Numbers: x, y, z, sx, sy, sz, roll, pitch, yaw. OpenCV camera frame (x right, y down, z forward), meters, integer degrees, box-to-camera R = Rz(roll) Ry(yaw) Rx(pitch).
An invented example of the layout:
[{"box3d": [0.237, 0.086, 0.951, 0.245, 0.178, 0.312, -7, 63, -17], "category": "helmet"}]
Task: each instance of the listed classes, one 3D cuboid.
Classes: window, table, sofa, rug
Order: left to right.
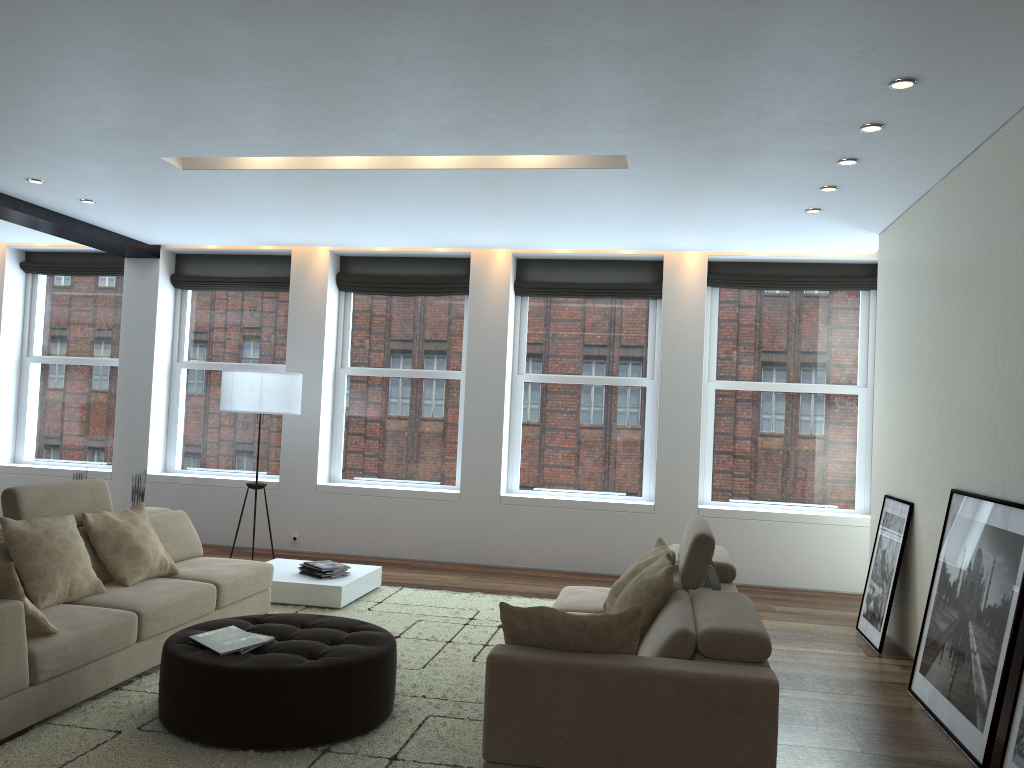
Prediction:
[{"box3d": [-4.695, -0.226, 9.620, 1.391, 2.400, 0.123, 2, -2, 10], "category": "window"}, {"box3d": [-2.297, 1.030, 4.798, 1.021, 0.950, 2.581, 2, -2, 10], "category": "sofa"}, {"box3d": [-2.912, -0.156, 9.311, 1.432, 2.400, 0.123, 2, -2, 10], "category": "window"}, {"box3d": [-1.562, 1.507, 6.729, 0.900, 0.170, 0.900, 2, -2, 10], "category": "table"}, {"box3d": [-0.951, 1.563, 4.980, 2.972, 0.020, 4.231, 2, -2, 10], "category": "rug"}, {"box3d": [-1.103, -0.086, 8.997, 1.442, 2.400, 0.123, 2, -2, 10], "category": "window"}, {"box3d": [0.710, -0.016, 8.683, 1.443, 2.400, 0.123, 2, -2, 10], "category": "window"}, {"box3d": [0.605, 1.143, 4.295, 1.021, 0.950, 2.581, 2, -2, 10], "category": "sofa"}, {"box3d": [2.584, 0.057, 8.359, 1.563, 2.400, 0.123, 2, -2, 10], "category": "window"}]

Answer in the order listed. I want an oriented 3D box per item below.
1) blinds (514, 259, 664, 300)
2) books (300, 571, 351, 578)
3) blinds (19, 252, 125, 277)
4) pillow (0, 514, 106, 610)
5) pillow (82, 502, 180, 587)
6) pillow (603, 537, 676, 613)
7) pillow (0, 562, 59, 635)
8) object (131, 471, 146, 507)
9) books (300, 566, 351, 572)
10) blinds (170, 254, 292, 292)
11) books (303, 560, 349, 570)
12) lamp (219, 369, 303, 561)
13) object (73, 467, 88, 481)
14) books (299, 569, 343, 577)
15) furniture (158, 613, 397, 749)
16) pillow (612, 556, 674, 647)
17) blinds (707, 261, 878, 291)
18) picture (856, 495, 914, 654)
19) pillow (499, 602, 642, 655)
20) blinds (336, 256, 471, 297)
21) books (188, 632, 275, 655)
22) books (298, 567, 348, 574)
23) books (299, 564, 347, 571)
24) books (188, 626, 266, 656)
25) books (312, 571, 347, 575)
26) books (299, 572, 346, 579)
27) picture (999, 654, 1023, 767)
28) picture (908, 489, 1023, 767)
[{"box3d": [0.746, -1.032, 8.660, 1.442, 0.393, 0.156, 2, -2, 10], "category": "blinds"}, {"box3d": [-1.394, 1.411, 6.633, 0.300, 0.010, 0.220, 1, -2, 30], "category": "books"}, {"box3d": [-4.658, -1.301, 9.599, 1.396, 0.275, 0.156, 2, -2, 10], "category": "blinds"}, {"box3d": [-2.347, 0.889, 4.555, 0.301, 0.439, 0.534, 2, -2, 13], "category": "pillow"}, {"box3d": [-2.230, 0.928, 5.167, 0.368, 0.416, 0.519, 2, -2, 14], "category": "pillow"}, {"box3d": [0.674, 1.040, 4.664, 0.368, 0.416, 0.519, 2, -2, 5], "category": "pillow"}, {"box3d": [-2.242, 0.886, 3.765, 0.518, 0.393, 0.395, 2, -2, 13], "category": "pillow"}, {"box3d": [-3.562, 1.194, 8.429, 0.458, 0.781, 0.458, 2, -2, 9], "category": "object"}, {"box3d": [-1.392, 1.372, 6.635, 0.300, 0.010, 0.220, 2, -2, 25], "category": "books"}, {"box3d": [-2.879, -1.172, 9.272, 1.431, 0.395, 0.183, 2, -2, 10], "category": "blinds"}, {"box3d": [-1.391, 1.353, 6.635, 0.220, 0.010, 0.300, 4, -3, -40], "category": "books"}, {"box3d": [-2.268, 0.755, 7.901, 0.698, 1.728, 0.698, 1, -3, 34], "category": "lamp"}, {"box3d": [-4.058, 1.166, 8.294, 0.458, 0.781, 0.458, 2, -2, 9], "category": "object"}, {"box3d": [-1.411, 1.400, 6.616, 0.300, 0.010, 0.220, 0, -3, 45], "category": "books"}, {"box3d": [-1.069, 1.339, 4.115, 1.057, 0.355, 1.057, 2, -2, 12], "category": "furniture"}, {"box3d": [0.581, 1.002, 4.047, 0.301, 0.439, 0.534, 2, -2, 6], "category": "pillow"}, {"box3d": [2.623, -1.013, 8.337, 1.563, 0.275, 0.156, 2, -2, 10], "category": "blinds"}, {"box3d": [2.552, 1.277, 6.097, 0.195, 0.988, 0.700, 2, -2, 10], "category": "picture"}, {"box3d": [0.217, 0.981, 3.338, 0.518, 0.393, 0.395, 2, -2, 6], "category": "pillow"}, {"box3d": [-1.067, -1.095, 8.973, 1.439, 0.424, 0.156, 2, -2, 10], "category": "blinds"}, {"box3d": [-1.250, 1.147, 3.960, 0.300, 0.031, 0.219, 2, -2, 25], "category": "books"}, {"box3d": [-1.410, 1.380, 6.616, 0.300, 0.010, 0.220, 1, -3, 35], "category": "books"}, {"box3d": [-1.409, 1.361, 6.617, 0.300, 0.010, 0.220, 0, -3, 45], "category": "books"}, {"box3d": [-1.267, 1.138, 3.941, 0.301, 0.040, 0.220, 0, -3, 45], "category": "books"}, {"box3d": [-1.393, 1.392, 6.634, 0.220, 0.010, 0.300, 4, -2, -30], "category": "books"}, {"box3d": [-1.412, 1.419, 6.615, 0.300, 0.010, 0.220, 0, -3, 45], "category": "books"}, {"box3d": [2.082, 1.153, 3.364, 0.195, 0.988, 0.700, 2, -2, 10], "category": "picture"}, {"box3d": [2.245, 1.124, 4.374, 0.225, 1.140, 1.183, 2, -2, 10], "category": "picture"}]
